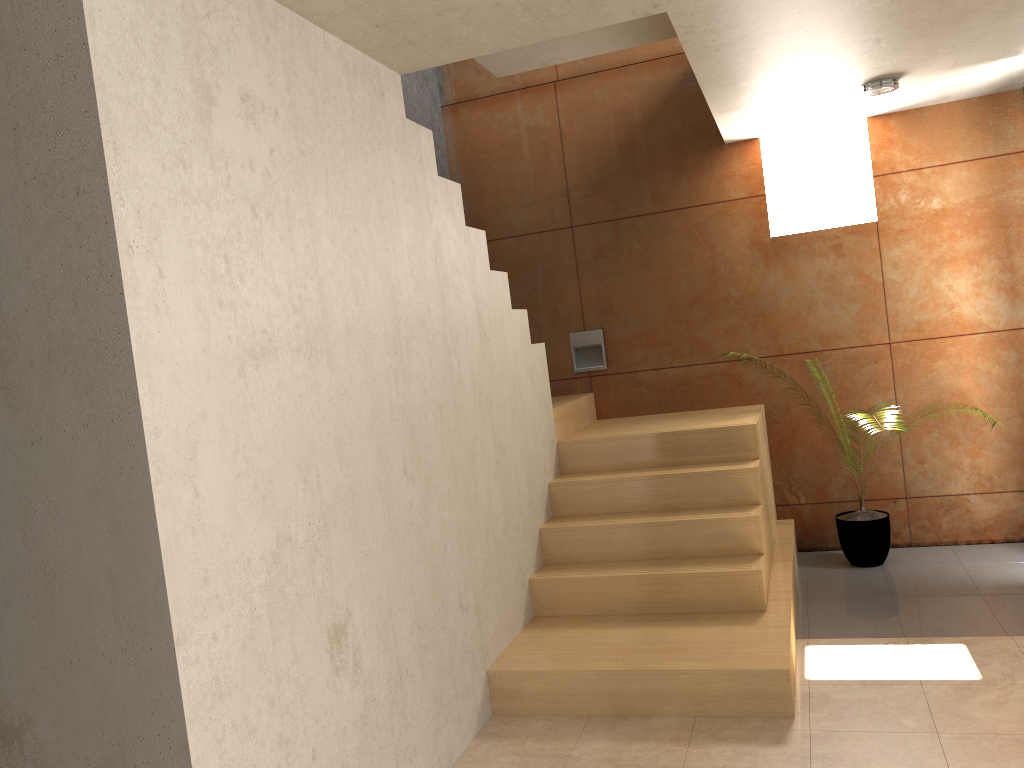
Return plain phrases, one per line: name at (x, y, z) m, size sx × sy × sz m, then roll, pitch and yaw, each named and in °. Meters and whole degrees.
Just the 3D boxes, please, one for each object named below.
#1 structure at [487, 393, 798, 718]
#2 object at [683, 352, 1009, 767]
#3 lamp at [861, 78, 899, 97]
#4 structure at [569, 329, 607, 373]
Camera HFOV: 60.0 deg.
structure at (0.393, 0.681, 4.582) m, size 1.950 × 1.110 × 2.400 m, roll -6°, pitch 2°, yaw 18°
object at (0.741, 0.713, 2.679) m, size 4.200 × 1.455 × 6.200 m, roll -6°, pitch 2°, yaw 18°
lamp at (1.811, -1.462, 4.366) m, size 0.173 × 0.044 × 0.173 m, roll -6°, pitch 3°, yaw 23°
structure at (0.504, -0.216, 5.769) m, size 0.220 × 0.260 × 0.096 m, roll -6°, pitch 2°, yaw 18°
